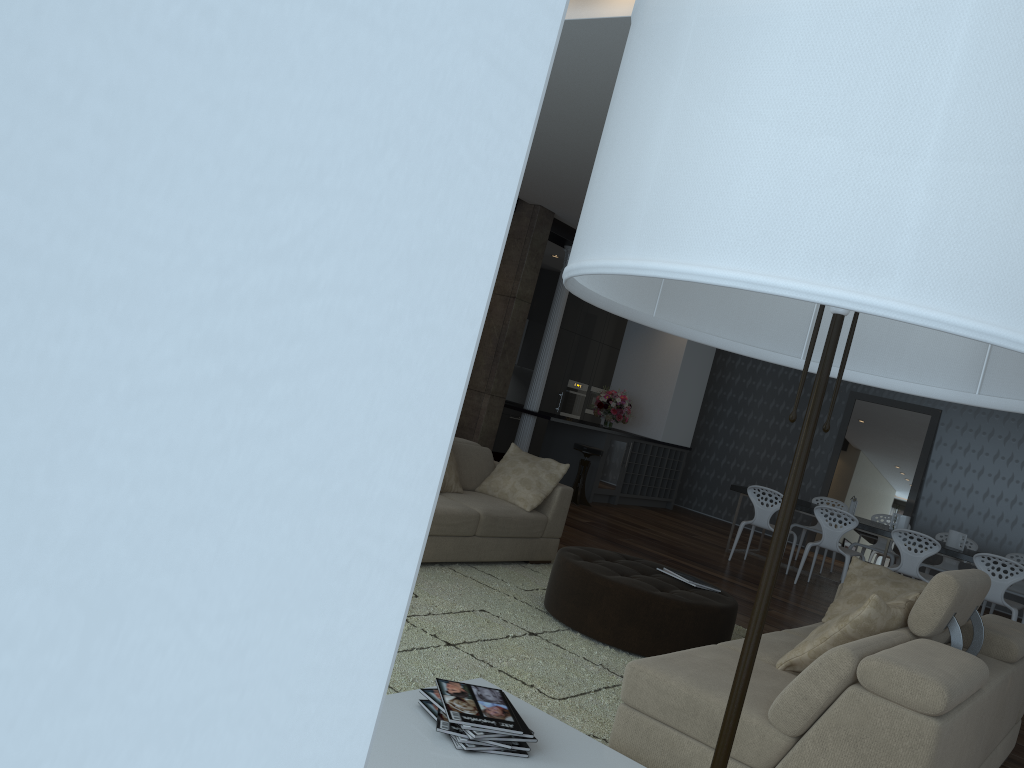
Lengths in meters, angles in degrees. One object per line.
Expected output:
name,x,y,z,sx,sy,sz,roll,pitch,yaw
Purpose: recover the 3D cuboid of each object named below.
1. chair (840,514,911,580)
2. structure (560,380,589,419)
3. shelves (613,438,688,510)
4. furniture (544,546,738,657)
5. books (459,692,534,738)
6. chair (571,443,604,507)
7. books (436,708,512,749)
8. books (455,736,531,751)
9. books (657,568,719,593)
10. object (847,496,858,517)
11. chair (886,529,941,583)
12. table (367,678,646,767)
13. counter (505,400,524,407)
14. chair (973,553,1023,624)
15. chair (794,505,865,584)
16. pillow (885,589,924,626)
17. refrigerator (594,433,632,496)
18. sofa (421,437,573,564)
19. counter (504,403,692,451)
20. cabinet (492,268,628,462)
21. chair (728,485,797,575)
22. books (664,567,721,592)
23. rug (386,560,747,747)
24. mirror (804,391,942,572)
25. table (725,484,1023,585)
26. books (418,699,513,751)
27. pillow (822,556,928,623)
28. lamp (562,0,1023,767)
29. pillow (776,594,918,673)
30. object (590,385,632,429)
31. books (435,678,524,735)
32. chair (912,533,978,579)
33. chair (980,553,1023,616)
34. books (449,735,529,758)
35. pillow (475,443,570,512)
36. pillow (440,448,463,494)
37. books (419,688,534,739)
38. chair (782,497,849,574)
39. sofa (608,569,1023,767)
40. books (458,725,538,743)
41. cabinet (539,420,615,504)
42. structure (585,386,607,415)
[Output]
chair,4.115,1.878,9.960,0.495,0.835,0.581,15,0,37
structure,0.804,0.207,14.453,0.591,0.596,0.595,15,0,37
shelves,1.594,1.167,12.431,0.900,0.897,1.700,15,0,37
furniture,0.726,1.233,5.027,1.057,0.355,1.057,15,0,39
books,-0.082,0.972,2.648,0.220,0.010,0.300,15,0,-18
chair,2.872,1.760,7.961,21.556,0.952,16.134,15,0,37
books,-0.113,0.994,2.641,0.220,0.010,0.300,15,0,-3
books,-0.092,1.009,2.648,0.220,0.010,0.300,15,0,-18
books,1.006,1.123,5.083,0.219,0.031,0.300,15,0,-38
object,3.629,1.305,9.459,0.076,0.233,0.161,15,0,19
chair,3.714,1.779,8.242,0.495,0.835,0.581,15,0,37
table,-0.047,1.135,2.477,0.900,0.170,0.900,15,0,37
counter,-1.111,0.094,12.175,0.807,0.223,3.597,15,0,37
chair,4.261,1.925,7.837,0.495,0.835,0.581,15,0,37
chair,3.151,1.628,8.694,0.495,0.835,0.581,15,0,37
pillow,1.754,1.088,4.051,0.301,0.439,0.534,15,0,41
refrigerator,1.273,1.026,11.259,0.075,0.774,0.578,15,0,41
sofa,-0.706,0.564,5.638,1.021,0.950,2.581,15,0,37
counter,1.128,0.563,11.632,1.000,0.040,3.700,15,0,37
cabinet,0.191,-0.294,13.685,0.827,2.980,7.409,15,0,37
chair,2.614,1.484,9.122,0.495,0.835,0.581,15,0,37
books,1.032,1.122,5.091,0.220,0.040,0.301,15,0,-18
rug,0.180,1.285,4.311,2.972,0.020,4.231,15,0,37
mirror,4.852,1.312,11.972,1.200,2.294,0.240,15,0,37
table,3.969,1.896,9.179,3.400,0.733,1.200,15,0,37
books,-0.118,1.012,2.641,0.220,0.010,0.300,15,0,-33
pillow,2.010,1.175,4.801,0.518,0.393,0.395,15,0,41
lamp,0.273,0.437,1.119,0.698,1.728,0.698,15,0,-29
pillow,1.376,1.001,3.561,0.368,0.416,0.519,15,0,42
object,1.316,0.309,11.620,0.570,0.552,0.544,15,0,43
books,-0.103,0.956,2.640,0.220,0.010,0.300,15,0,-13
chair,4.655,2.023,9.535,0.495,0.835,0.581,15,0,37
chair,5.196,2.168,9.111,0.495,0.835,0.581,15,0,37
books,-0.097,1.028,2.648,0.220,0.010,0.300,15,0,-18
pillow,0.088,0.660,6.311,0.518,0.393,0.395,15,0,34
pillow,-0.535,0.474,5.849,0.301,0.439,0.534,15,0,34
books,-0.108,0.975,2.641,0.220,0.010,0.300,15,0,-38
chair,3.574,1.733,10.384,0.495,0.835,0.581,15,0,37
sofa,1.562,1.172,3.858,1.021,0.950,2.581,15,0,37
books,-0.087,0.990,2.648,0.220,0.010,0.300,15,0,-28
cabinet,0.909,0.990,11.498,0.900,0.897,0.642,15,0,37
structure,1.235,0.246,15.007,0.528,0.452,0.595,15,0,37
